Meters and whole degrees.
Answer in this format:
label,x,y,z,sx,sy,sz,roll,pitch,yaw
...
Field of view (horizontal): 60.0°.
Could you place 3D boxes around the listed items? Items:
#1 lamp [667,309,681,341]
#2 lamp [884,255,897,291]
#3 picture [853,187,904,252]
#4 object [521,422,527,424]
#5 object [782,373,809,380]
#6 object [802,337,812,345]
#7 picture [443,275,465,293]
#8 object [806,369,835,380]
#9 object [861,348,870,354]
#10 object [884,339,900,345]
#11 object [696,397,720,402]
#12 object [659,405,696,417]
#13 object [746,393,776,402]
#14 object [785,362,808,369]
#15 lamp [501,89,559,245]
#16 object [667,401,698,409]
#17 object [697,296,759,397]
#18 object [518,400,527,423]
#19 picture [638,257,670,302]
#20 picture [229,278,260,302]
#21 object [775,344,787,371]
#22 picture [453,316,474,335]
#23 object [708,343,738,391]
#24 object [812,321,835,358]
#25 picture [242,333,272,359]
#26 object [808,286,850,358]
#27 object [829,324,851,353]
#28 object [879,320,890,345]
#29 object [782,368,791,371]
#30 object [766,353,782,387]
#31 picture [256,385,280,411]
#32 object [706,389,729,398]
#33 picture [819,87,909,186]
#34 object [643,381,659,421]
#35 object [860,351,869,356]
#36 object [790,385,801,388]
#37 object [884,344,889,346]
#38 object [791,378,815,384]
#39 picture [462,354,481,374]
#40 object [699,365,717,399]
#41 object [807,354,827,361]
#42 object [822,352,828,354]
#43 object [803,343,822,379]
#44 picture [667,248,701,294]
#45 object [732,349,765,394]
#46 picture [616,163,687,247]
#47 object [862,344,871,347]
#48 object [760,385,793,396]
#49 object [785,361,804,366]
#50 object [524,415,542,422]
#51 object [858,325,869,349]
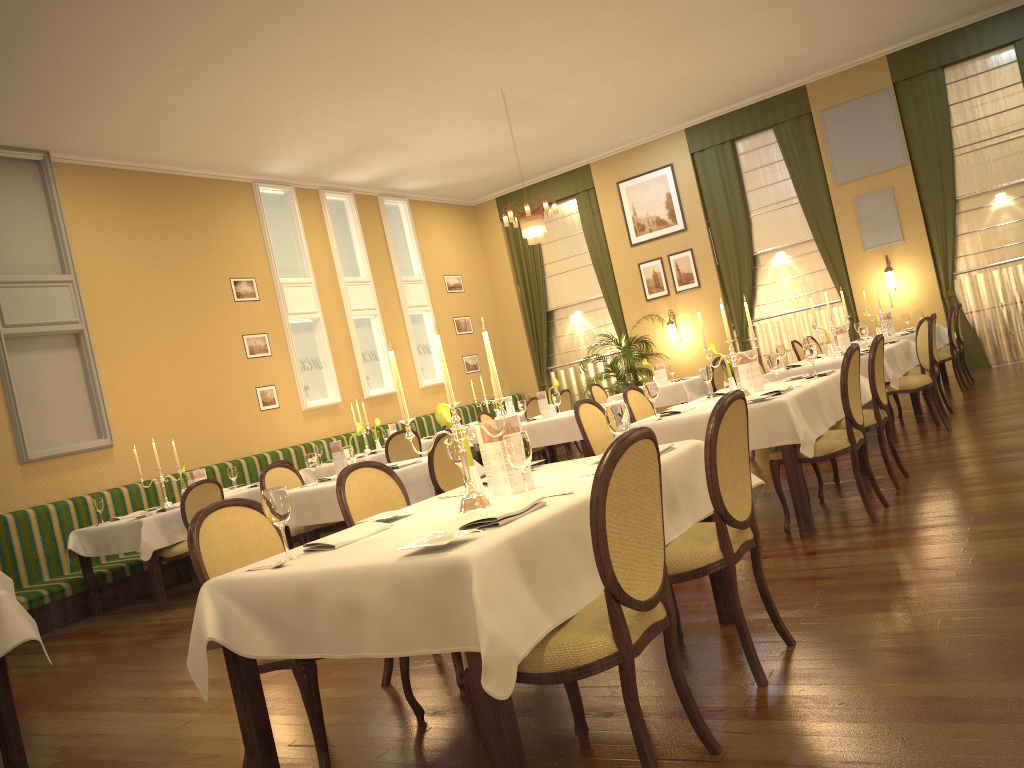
label,x,y,z,sx,sy,sz,roll,pitch,yaw
lamp,2.492,-0.904,13.773,0.114,0.513,0.323,-13,0,21
lamp,5.135,-1.505,12.082,0.114,0.513,0.323,-13,0,21
picture,5.047,-2.261,12.212,0.512,0.769,0.027,-13,0,32
object,0.106,0.397,9.001,0.185,0.010,0.017,-13,0,33
object,1.971,-0.042,6.148,0.160,0.024,0.160,-13,0,32
object,2.906,-0.344,8.682,0.088,0.229,0.088,-13,0,-10
picture,-0.955,-1.656,14.659,0.008,0.294,0.504,-13,0,32
object,2.073,-0.065,5.959,0.142,0.024,0.273,-13,0,32
object,3.086,-0.287,7.718,0.142,0.033,0.273,-13,0,32
object,3.621,-0.398,8.496,0.142,0.024,0.273,-13,0,32
object,1.345,0.104,6.069,0.185,0.010,0.017,-13,0,33
object,1.024,0.163,5.470,0.142,0.033,0.273,-13,0,32
object,1.369,0.086,4.912,0.160,0.024,0.160,-13,0,32
object,2.572,-0.170,8.007,0.142,0.033,0.273,-13,0,32
lamp,0.087,-2.495,10.175,0.593,1.796,0.593,-13,0,30
object,1.110,0.148,5.771,0.160,0.024,0.160,-13,0,32
object,1.370,-0.231,5.547,0.390,0.655,0.131,-12,0,-24
object,0.119,0.282,9.076,0.088,0.229,0.088,-13,0,-16
picture,2.241,-1.652,14.010,0.412,0.619,0.022,-13,0,32
picture,-3.271,-1.157,10.862,0.008,0.294,0.401,-13,0,32
object,2.394,-0.234,7.852,0.088,0.229,0.088,-13,0,-10
picture,-0.801,-0.968,14.655,0.008,0.294,0.504,-13,0,32
object,1.379,-0.092,5.780,0.076,0.375,0.163,-12,0,-36
object,2.927,-0.426,8.317,0.076,0.375,0.163,-12,0,-36
picture,-3.117,-0.469,10.859,0.008,0.294,0.401,-13,0,32
object,2.918,-0.564,8.084,0.390,0.655,0.131,-12,0,-24
object,3.082,-0.408,8.281,0.166,0.277,0.081,-13,0,3
object,3.510,-0.482,8.328,0.088,0.229,0.088,-13,0,-10
object,2.368,-0.118,7.780,0.181,0.015,0.038,-13,0,33
object,1.595,-0.068,5.354,0.088,0.229,0.088,-13,0,-16
picture,-2.984,0.168,10.840,0.008,0.294,0.313,-13,0,32
object,1.496,0.062,6.312,0.142,0.033,0.273,-13,0,32
picture,4.824,-3.392,12.199,0.966,1.057,0.027,-13,0,32
object,0.846,0.099,5.315,0.088,0.229,0.088,-13,0,-10
object,2.916,-0.247,7.449,0.160,0.024,0.160,-13,0,32
object,1.679,0.025,5.437,0.185,0.010,0.017,-13,0,32
object,3.425,-0.351,8.299,0.185,0.010,0.017,-13,0,32
object,1.878,-0.017,5.762,0.185,0.010,0.017,-13,0,32
picture,-0.665,-0.331,14.640,0.008,0.294,0.437,-13,0,32
object,1.358,-0.011,6.145,0.088,0.229,0.088,-13,0,-10
object,3.044,-0.271,8.849,0.142,0.033,0.273,-13,0,32
object,3.158,-0.293,9.094,0.160,0.024,0.160,-13,0,32
object,1.963,-0.148,5.791,0.088,0.229,0.088,-13,0,-10
picture,2.662,-1.747,13.740,0.412,0.619,0.022,-13,0,32
object,1.534,-0.075,5.744,0.166,0.277,0.081,-13,0,3
picture,2.179,-2.790,13.894,0.966,1.057,0.027,-13,0,32
object,3.519,-0.376,8.685,0.160,0.024,0.160,-13,0,32
object,1.538,0.047,5.181,0.142,0.033,0.273,-13,0,32
object,2.658,-0.185,8.309,0.160,0.024,0.160,-13,0,32
object,0.257,0.355,9.244,0.142,0.033,0.273,-13,0,32
object,3.143,-0.402,7.891,0.088,0.229,0.088,-13,0,-16
